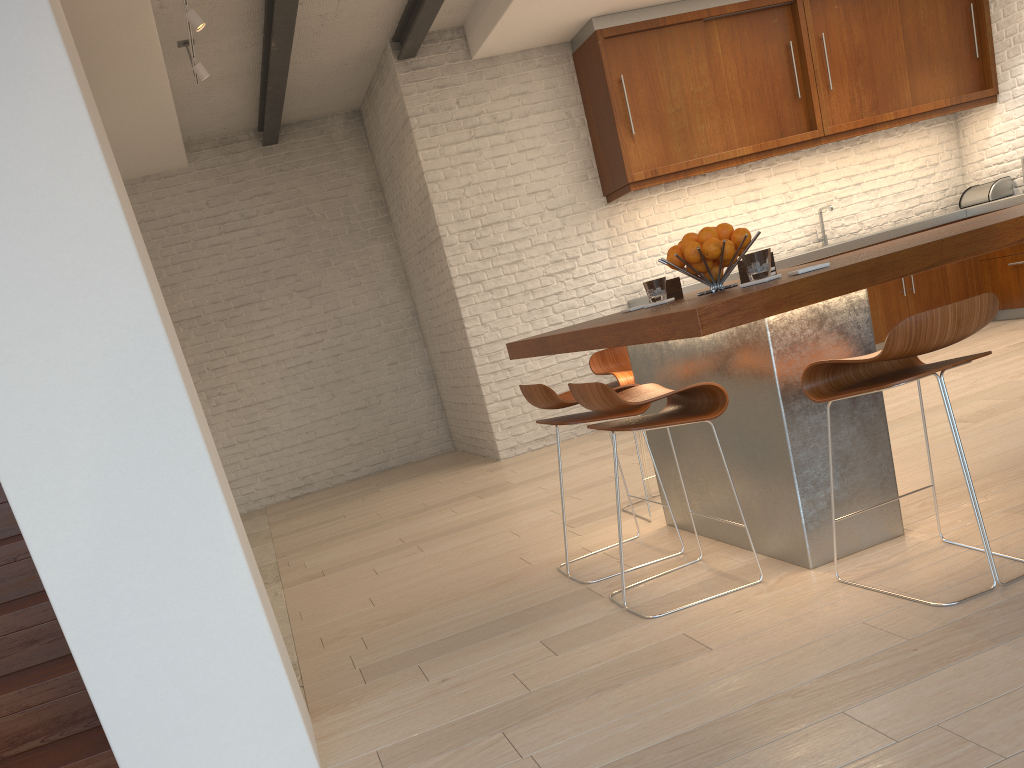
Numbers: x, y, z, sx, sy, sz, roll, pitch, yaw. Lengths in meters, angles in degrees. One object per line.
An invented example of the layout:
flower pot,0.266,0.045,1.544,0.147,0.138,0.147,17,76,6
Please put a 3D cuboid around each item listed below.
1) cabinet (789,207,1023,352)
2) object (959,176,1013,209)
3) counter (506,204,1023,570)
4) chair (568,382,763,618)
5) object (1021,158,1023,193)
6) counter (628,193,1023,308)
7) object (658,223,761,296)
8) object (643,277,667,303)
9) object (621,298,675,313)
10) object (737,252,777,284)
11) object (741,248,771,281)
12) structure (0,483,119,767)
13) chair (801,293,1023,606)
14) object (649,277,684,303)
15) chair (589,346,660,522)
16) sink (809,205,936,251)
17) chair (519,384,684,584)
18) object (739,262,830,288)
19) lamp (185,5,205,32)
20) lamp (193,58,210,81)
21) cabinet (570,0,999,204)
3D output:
cabinet,3.090,-1.693,5.804,4.837,2.918,2.174,-10,11,38
object,3.933,-1.591,7.254,0.247,0.164,0.339,-17,6,-16
counter,1.486,-0.067,3.398,2.465,0.949,1.660,-17,7,-15
chair,0.475,0.325,2.893,0.417,0.799,0.396,-18,12,-15
object,4.093,-1.712,6.772,0.066,0.386,0.316,-19,10,-16
counter,2.967,-1.082,5.588,3.290,0.072,3.472,-16,4,-15
object,0.711,-0.443,3.102,0.370,0.229,0.349,-9,9,40
object,0.557,-0.360,3.362,0.089,0.087,0.090,-18,9,-18
object,0.578,-0.333,3.451,0.202,0.036,0.283,-16,4,-15
object,0.804,-0.376,2.858,0.095,0.084,0.110,-10,9,29
object,0.768,-0.370,2.720,0.091,0.087,0.088,-15,9,0
structure,-1.108,-1.021,2.574,13.678,4.272,10.003,-16,6,-15
chair,1.149,0.175,2.446,0.399,0.799,0.413,-18,12,-15
object,0.612,-0.371,3.496,0.093,0.084,0.113,-17,8,-15
chair,0.651,0.192,4.051,0.399,0.799,0.413,-18,12,-15
sink,2.856,-1.292,7.003,0.847,0.443,0.508,-17,8,-14
chair,0.318,0.331,3.400,0.417,0.799,0.396,-18,12,-15
object,0.809,-0.343,2.733,0.196,0.036,0.388,-16,4,-12
lamp,-1.561,-1.798,4.289,0.085,0.133,0.059,-17,12,-12
lamp,-1.775,-1.790,4.969,0.060,0.133,0.083,-3,16,44
cabinet,2.173,-2.394,6.699,3.300,1.206,0.450,-16,12,-14
